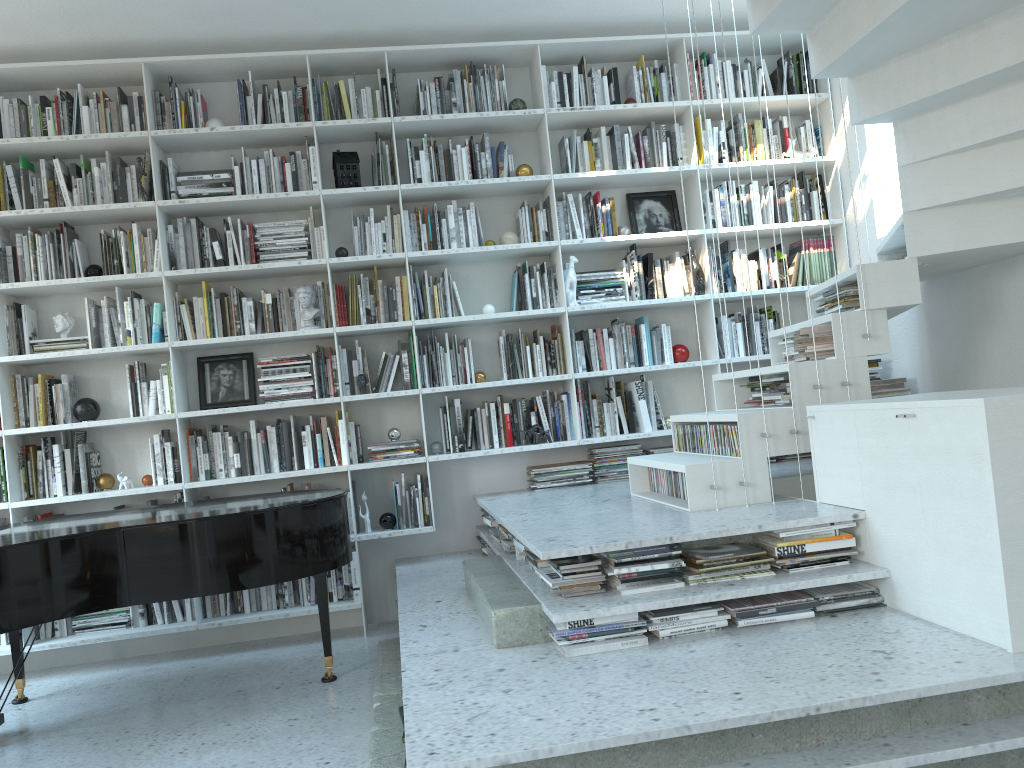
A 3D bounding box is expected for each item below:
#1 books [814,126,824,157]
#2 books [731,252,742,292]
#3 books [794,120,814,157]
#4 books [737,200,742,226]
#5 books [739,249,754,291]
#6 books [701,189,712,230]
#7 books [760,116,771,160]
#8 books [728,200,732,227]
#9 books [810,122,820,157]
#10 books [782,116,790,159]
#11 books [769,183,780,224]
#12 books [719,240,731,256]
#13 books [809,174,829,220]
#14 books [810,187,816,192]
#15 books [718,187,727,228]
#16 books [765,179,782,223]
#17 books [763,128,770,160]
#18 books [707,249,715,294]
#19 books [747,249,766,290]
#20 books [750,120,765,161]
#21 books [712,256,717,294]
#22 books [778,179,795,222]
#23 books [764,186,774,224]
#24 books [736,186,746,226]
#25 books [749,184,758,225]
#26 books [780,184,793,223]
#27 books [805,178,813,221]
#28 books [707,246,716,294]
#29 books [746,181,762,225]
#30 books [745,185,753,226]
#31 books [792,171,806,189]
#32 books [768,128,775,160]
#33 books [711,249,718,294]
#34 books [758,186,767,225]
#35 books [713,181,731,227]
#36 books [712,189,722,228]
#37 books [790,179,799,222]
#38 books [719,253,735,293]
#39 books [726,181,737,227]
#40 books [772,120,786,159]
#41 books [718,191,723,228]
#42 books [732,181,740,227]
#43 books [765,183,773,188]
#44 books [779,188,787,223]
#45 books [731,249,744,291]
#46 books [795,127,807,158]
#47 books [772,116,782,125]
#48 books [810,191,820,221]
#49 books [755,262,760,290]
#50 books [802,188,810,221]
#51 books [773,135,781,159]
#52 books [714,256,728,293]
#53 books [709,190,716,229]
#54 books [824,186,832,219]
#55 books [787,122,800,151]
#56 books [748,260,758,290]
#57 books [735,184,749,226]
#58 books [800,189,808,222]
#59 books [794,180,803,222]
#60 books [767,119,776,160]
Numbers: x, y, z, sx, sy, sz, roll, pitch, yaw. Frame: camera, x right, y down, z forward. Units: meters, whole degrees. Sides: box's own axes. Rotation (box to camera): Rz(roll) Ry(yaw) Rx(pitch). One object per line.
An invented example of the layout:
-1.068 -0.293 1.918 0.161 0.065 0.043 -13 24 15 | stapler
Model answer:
1.813 -1.415 5.309 0.011 0.216 0.170 -6 -1 -8 | books
1.292 -0.639 5.211 0.026 0.245 0.181 -6 -1 -8 | books
1.749 -1.429 5.319 0.029 0.258 0.163 -6 -1 -8 | books
1.314 -0.978 5.246 0.027 0.179 0.157 -6 -1 -8 | books
1.353 -0.653 5.220 0.056 0.261 0.176 -6 -1 -8 | books
1.133 -0.997 5.211 0.012 0.254 0.161 -6 -1 -8 | books
1.488 -1.422 5.276 0.010 0.295 0.165 -6 -1 -8 | books
1.253 -0.977 5.241 0.028 0.191 0.136 -6 -1 -8 | books
1.784 -1.427 5.324 0.040 0.246 0.160 -6 -1 -8 | books
1.609 -1.430 5.296 0.023 0.287 0.163 -6 -1 -8 | books
1.533 -1.039 5.267 0.023 0.258 0.184 -6 -1 -8 | books
1.266 -0.674 5.229 0.012 0.322 0.141 -6 -1 -8 | books
1.824 -1.086 5.307 0.042 0.292 0.186 -6 -1 -8 | books
1.795 -1.051 5.332 0.024 0.230 0.131 -6 -1 -8 | books
1.212 -1.006 5.218 0.026 0.256 0.173 -6 -1 -8 | books
1.561 -1.058 5.291 0.024 0.291 0.132 -6 -1 -8 | books
1.477 -1.383 5.265 0.023 0.220 0.171 -6 -1 -8 | books
1.136 -0.639 5.194 0.025 0.277 0.160 -6 -1 -8 | books
1.443 -0.655 5.238 0.022 0.247 0.181 -6 -1 -8 | books
1.406 -1.389 5.207 0.042 0.242 0.248 -6 -1 -8 | books
1.163 -0.622 5.213 0.010 0.238 0.147 -6 -1 -8 | books
1.634 -1.062 5.282 0.012 0.283 0.151 -6 -1 -8 | books
1.501 -1.030 5.256 0.045 0.245 0.177 -6 -1 -8 | books
1.331 -1.020 5.236 0.013 0.260 0.158 -6 -1 -8 | books
1.397 -1.028 5.242 0.022 0.262 0.172 -6 -1 -8 | books
1.616 -1.045 5.288 0.025 0.252 0.160 -6 -1 -8 | books
1.748 -1.073 5.307 0.013 0.283 0.149 -6 -1 -8 | books
1.150 -0.648 5.211 0.010 0.293 0.164 -6 -1 -8 | books
1.422 -1.041 5.251 0.030 0.283 0.166 -6 -1 -8 | books
1.374 -1.024 5.241 0.024 0.259 0.156 -6 -1 -8 | books
1.732 -1.095 5.314 0.013 0.330 0.140 -6 -1 -8 | books
1.506 -1.382 5.264 0.013 0.212 0.187 -6 -1 -8 | books
1.169 -0.643 5.224 0.010 0.279 0.147 -6 -1 -8 | books
1.470 -1.030 5.272 0.012 0.254 0.161 -6 -1 -8 | books
1.232 -1.023 5.207 0.014 0.285 0.185 -6 -1 -8 | books
1.178 -0.999 5.202 0.023 0.247 0.182 -6 -1 -8 | books
1.648 -1.060 5.281 0.013 0.277 0.188 -6 -1 -8 | books
1.256 -0.634 5.207 0.022 0.243 0.170 -6 -1 -8 | books
1.273 -1.033 5.239 0.022 0.297 0.162 -6 -1 -8 | books
1.578 -1.414 5.280 0.022 0.261 0.160 -6 -1 -8 | books
1.193 -0.995 5.221 0.011 0.238 0.173 -6 -1 -8 | books
1.291 -1.033 5.230 0.012 0.292 0.165 -6 -1 -8 | books
1.545 -1.048 5.293 0.010 0.273 0.130 -6 -1 -8 | books
1.589 -1.034 5.295 0.028 0.237 0.146 -6 -1 -8 | books
1.313 -0.651 5.227 0.022 0.265 0.157 -6 -1 -8 | books
1.705 -1.402 5.303 0.023 0.213 0.180 -6 -1 -8 | books
1.590 -1.431 5.305 0.011 0.294 0.151 -6 -1 -8 | books
1.775 -1.032 5.293 0.029 0.195 0.192 -6 -1 -8 | books
1.419 -0.620 5.250 0.030 0.184 0.137 -6 -1 -8 | books
1.721 -1.039 5.295 0.025 0.220 0.177 -6 -1 -8 | books
1.552 -1.371 5.295 0.034 0.182 0.156 -6 -1 -8 | books
1.209 -0.625 5.228 0.066 0.236 0.144 -6 -1 -8 | books
1.150 -0.996 5.226 0.026 0.250 0.161 -6 -1 -8 | books
1.858 -1.052 5.312 0.021 0.219 0.184 -6 -1 -8 | books
1.657 -1.418 5.298 0.070 0.254 0.154 -6 -1 -8 | books
1.395 -0.621 5.225 0.023 0.189 0.169 -6 -1 -8 | books
1.348 -1.027 5.248 0.025 0.271 0.152 -6 -1 -8 | books
1.698 -1.033 5.283 0.025 0.211 0.188 -6 -1 -8 | books
1.669 -1.058 5.281 0.028 0.268 0.173 -6 -1 -8 | books
1.518 -1.417 5.292 0.024 0.281 0.153 -6 -1 -8 | books
